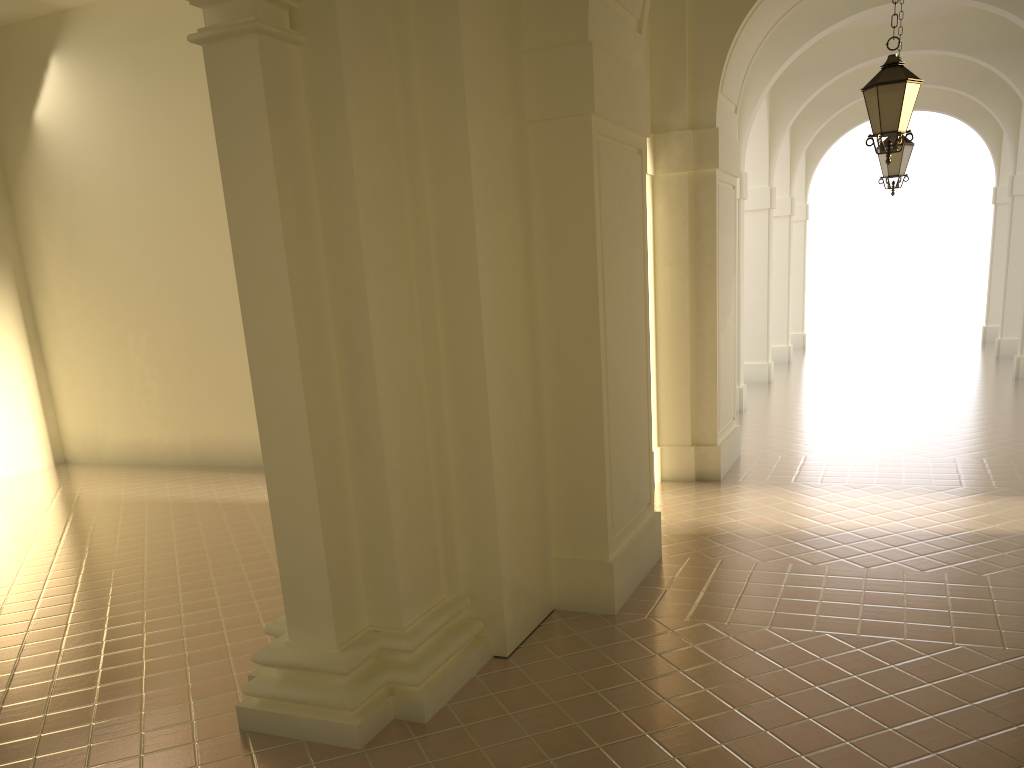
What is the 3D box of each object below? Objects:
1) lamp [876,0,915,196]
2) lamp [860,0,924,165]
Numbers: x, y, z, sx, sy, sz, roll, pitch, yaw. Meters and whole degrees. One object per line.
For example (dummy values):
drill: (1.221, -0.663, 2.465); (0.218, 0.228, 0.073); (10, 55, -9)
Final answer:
lamp: (5.215, -4.281, 11.803); (0.509, 3.443, 0.426); (3, 16, 23)
lamp: (3.244, -3.606, 7.363); (0.442, 3.443, 0.491); (-5, 15, -6)
